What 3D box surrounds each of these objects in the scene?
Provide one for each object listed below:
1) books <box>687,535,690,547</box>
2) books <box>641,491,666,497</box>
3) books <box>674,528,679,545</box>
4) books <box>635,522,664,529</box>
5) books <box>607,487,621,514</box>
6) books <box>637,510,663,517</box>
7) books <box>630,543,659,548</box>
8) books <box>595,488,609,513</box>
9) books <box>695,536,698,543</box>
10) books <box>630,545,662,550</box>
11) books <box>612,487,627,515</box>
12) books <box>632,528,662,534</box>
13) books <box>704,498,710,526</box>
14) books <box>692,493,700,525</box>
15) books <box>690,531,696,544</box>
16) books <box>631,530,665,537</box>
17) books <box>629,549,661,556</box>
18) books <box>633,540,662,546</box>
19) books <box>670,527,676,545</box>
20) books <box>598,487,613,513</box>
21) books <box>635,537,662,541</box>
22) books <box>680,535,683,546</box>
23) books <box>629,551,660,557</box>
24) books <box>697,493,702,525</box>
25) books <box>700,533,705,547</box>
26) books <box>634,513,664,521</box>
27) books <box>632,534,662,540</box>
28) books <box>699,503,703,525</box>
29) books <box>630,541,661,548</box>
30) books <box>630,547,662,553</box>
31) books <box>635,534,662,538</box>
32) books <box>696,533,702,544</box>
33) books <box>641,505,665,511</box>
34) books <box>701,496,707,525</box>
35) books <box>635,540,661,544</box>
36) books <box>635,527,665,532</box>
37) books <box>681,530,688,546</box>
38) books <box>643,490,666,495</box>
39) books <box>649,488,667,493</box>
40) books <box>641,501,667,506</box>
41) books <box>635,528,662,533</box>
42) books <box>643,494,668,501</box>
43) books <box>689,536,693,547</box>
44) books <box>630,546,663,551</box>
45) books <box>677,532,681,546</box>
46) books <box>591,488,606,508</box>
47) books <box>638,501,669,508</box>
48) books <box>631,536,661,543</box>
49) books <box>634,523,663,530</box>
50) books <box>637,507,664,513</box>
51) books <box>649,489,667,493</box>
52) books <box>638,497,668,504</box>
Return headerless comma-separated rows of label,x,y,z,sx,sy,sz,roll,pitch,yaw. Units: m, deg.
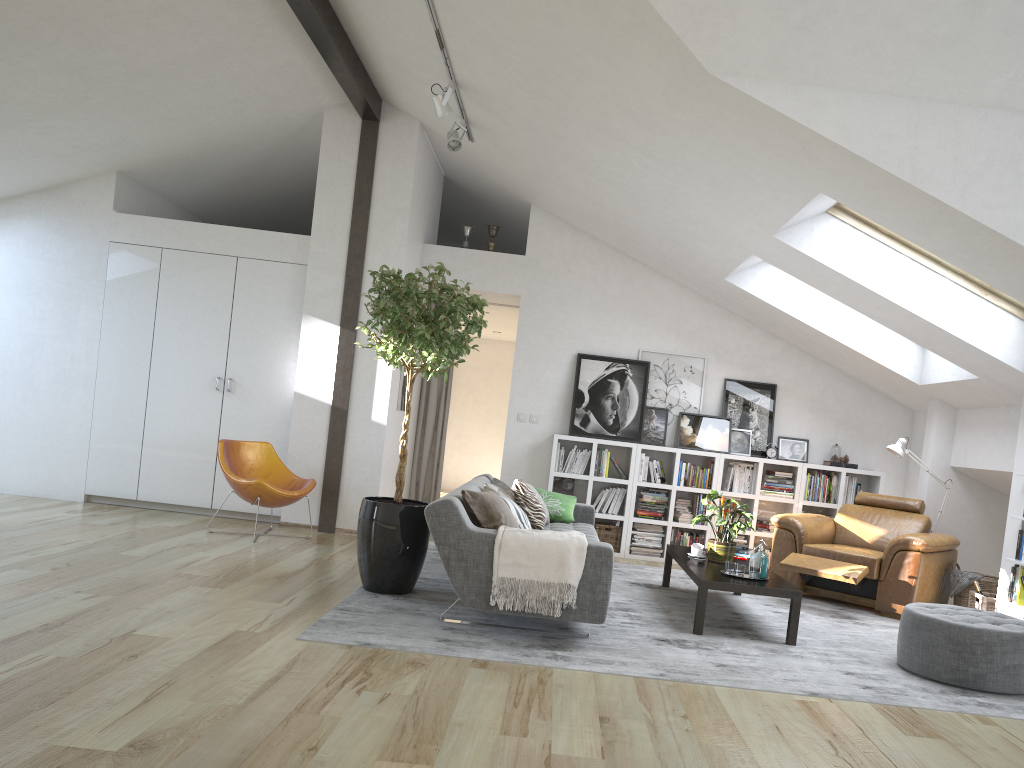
books,1.614,1.510,8.218,0.024,0.224,0.161,7,0,3
books,1.305,1.019,8.223,0.227,0.021,0.131,7,-2,0
books,1.504,1.467,8.229,0.036,0.285,0.198,7,0,3
books,1.270,1.306,8.218,0.252,0.019,0.166,6,-3,12
books,0.947,1.079,8.247,0.097,0.251,0.181,7,0,2
books,1.271,1.190,8.190,0.229,0.038,0.161,6,-2,5
books,1.223,1.493,8.203,0.270,0.015,0.171,7,-2,2
books,0.834,1.077,8.240,0.106,0.229,0.169,7,0,2
books,1.690,1.519,8.223,0.024,0.224,0.161,7,0,3
books,1.225,1.494,8.183,0.293,0.011,0.234,7,-3,-2
books,0.992,1.084,8.241,0.110,0.255,0.183,7,0,2
books,1.250,1.362,8.220,0.268,0.011,0.149,7,-2,-3
books,1.788,1.175,8.193,0.024,0.249,0.180,7,0,3
books,1.694,1.150,8.199,0.035,0.277,0.192,7,0,3
books,1.665,1.503,8.224,0.030,0.254,0.183,7,0,3
books,1.246,1.379,8.211,0.311,0.023,0.164,7,-2,-3
books,1.226,1.555,8.213,0.273,0.015,0.169,7,-2,-8
books,1.248,1.466,8.207,0.249,0.016,0.155,7,-2,-8
books,1.466,1.459,8.211,0.039,0.291,0.176,7,1,3
books,0.865,1.073,8.237,0.109,0.244,0.159,7,0,2
books,1.260,1.430,8.214,0.239,0.012,0.151,7,-2,2
books,1.551,1.502,8.213,0.023,0.224,0.161,7,0,3
books,1.226,1.570,8.229,0.271,0.015,0.170,7,-2,-3
books,1.718,1.149,8.186,0.019,0.285,0.181,7,1,3
books,1.747,1.512,8.225,0.028,0.251,0.160,7,1,3
books,1.275,1.224,8.201,0.253,0.033,0.191,6,-2,15
books,1.247,1.413,8.216,0.257,0.019,0.162,7,-2,-3
books,1.732,1.181,8.185,0.019,0.248,0.189,7,0,3
books,1.233,1.479,8.199,0.271,0.015,0.170,7,-2,-3
books,1.224,1.520,8.193,0.296,0.013,0.217,7,-2,-3
books,1.255,1.397,8.207,0.241,0.012,0.149,7,-3,-8
books,1.718,1.511,8.221,0.028,0.247,0.171,7,0,3
books,1.284,1.138,8.186,0.220,0.022,0.151,7,-2,-5
books,1.761,1.167,8.192,0.036,0.259,0.159,7,1,4
books,1.248,1.452,8.216,0.239,0.011,0.150,7,-2,-3
books,1.278,1.340,8.224,0.266,0.015,0.174,6,-3,12
books,1.584,1.491,8.212,0.039,0.252,0.175,7,0,3
books,1.314,1.002,8.221,0.219,0.019,0.126,7,-2,0
books,1.358,0.991,8.258,0.168,0.018,0.124,6,-2,5
books,1.304,1.100,8.231,0.241,0.023,0.173,7,-2,0
books,1.263,1.350,8.211,0.239,0.011,0.150,7,-2,-3
books,1.322,1.049,8.221,0.231,0.039,0.160,7,-2,0
books,1.637,1.512,8.209,0.023,0.224,0.161,7,0,3
books,1.230,1.507,8.189,0.291,0.013,0.216,7,-3,-5
books,1.531,1.487,8.221,0.023,0.251,0.160,7,1,3
books,0.789,1.076,8.234,0.133,0.220,0.169,7,0,2
books,1.308,1.122,8.235,0.269,0.021,0.186,7,-2,0
books,1.237,1.439,8.215,0.268,0.011,0.149,7,-2,-3
books,1.264,1.323,8.221,0.268,0.015,0.172,6,-2,7
books,1.280,1.161,8.189,0.246,0.024,0.153,6,-2,10
books,1.359,0.991,8.258,0.166,0.017,0.120,6,-2,5
books,1.305,1.078,8.223,0.258,0.025,0.156,7,-2,0
